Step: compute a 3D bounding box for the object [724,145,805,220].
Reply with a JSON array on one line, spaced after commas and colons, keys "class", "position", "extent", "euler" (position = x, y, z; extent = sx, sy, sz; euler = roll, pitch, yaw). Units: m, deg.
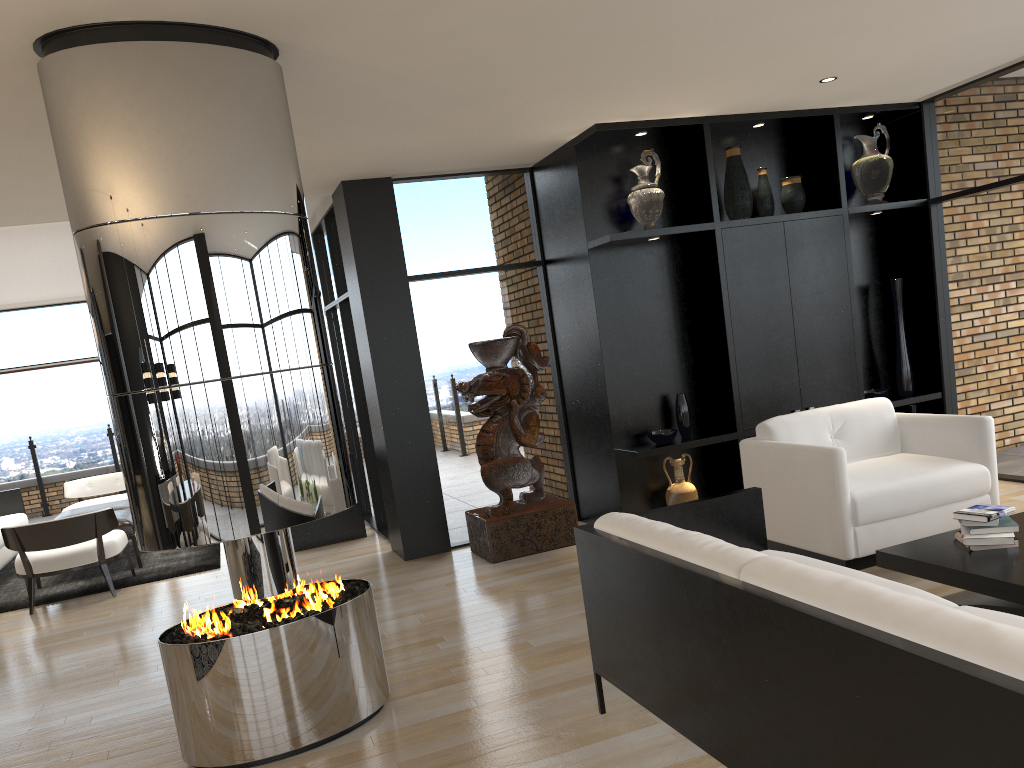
[{"class": "object", "position": [1.750, -1.407, 6.176], "extent": [0.615, 0.516, 0.206], "euler": [-10, 7, -18]}]

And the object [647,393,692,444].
[{"class": "object", "position": [1.095, 0.241, 6.085], "extent": [0.371, 0.316, 0.212], "euler": [-10, 7, -20]}]

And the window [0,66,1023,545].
[{"class": "window", "position": [-2.043, -0.890, 5.142], "extent": [10.037, 4.834, 15.885], "euler": [-11, 4, -32]}]

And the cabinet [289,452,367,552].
[{"class": "cabinet", "position": [-2.094, 1.011, 8.911], "extent": [0.618, 0.747, 3.027], "euler": [-10, 3, -19]}]

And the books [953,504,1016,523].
[{"class": "books", "position": [1.956, 0.535, 3.658], "extent": [0.183, 0.027, 0.154], "euler": [-10, 3, -28]}]

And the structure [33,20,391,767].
[{"class": "structure", "position": [-1.123, 0.098, 3.537], "extent": [0.884, 2.773, 0.585], "euler": [-13, 9, -30]}]

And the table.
[{"class": "table", "position": [2.527, 0.796, 3.101], "extent": [1.258, 0.355, 2.024], "euler": [-9, 3, -19]}]

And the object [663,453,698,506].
[{"class": "object", "position": [1.178, 0.737, 6.156], "extent": [0.223, 0.500, 0.220], "euler": [-7, 7, 8]}]

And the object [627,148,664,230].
[{"class": "object", "position": [0.885, -1.284, 5.879], "extent": [0.246, 0.550, 0.241], "euler": [-5, 8, 26]}]

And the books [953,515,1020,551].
[{"class": "books", "position": [1.976, 0.608, 3.683], "extent": [0.224, 0.127, 0.304], "euler": [-7, 4, 20]}]

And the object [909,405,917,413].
[{"class": "object", "position": [3.091, 0.418, 6.758], "extent": [0.110, 0.525, 0.108], "euler": [-3, 9, 35]}]

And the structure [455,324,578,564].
[{"class": "structure", "position": [0.003, 0.391, 6.282], "extent": [0.727, 1.611, 0.513], "euler": [-11, 8, -18]}]

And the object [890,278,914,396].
[{"class": "object", "position": [2.936, -0.348, 6.657], "extent": [0.113, 0.892, 0.112], "euler": [-9, 8, -7]}]

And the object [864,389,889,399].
[{"class": "object", "position": [2.718, 0.094, 6.632], "extent": [0.211, 0.082, 0.212], "euler": [-10, 4, -21]}]

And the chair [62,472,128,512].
[{"class": "chair", "position": [-4.479, 1.360, 9.734], "extent": [0.801, 0.682, 0.681], "euler": [-10, 6, -18]}]

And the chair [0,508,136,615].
[{"class": "chair", "position": [-3.443, 1.340, 6.864], "extent": [0.801, 0.682, 0.681], "euler": [-10, 6, -18]}]

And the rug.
[{"class": "rug", "position": [-4.040, 1.699, 8.307], "extent": [2.469, 0.012, 3.021], "euler": [-9, 3, -18]}]

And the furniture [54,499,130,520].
[{"class": "furniture", "position": [-4.034, 1.440, 8.677], "extent": [0.823, 0.488, 0.824], "euler": [-10, 4, -19]}]

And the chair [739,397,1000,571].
[{"class": "chair", "position": [1.917, 0.552, 4.763], "extent": [0.996, 0.865, 0.851], "euler": [-10, 6, -18]}]

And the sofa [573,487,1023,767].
[{"class": "sofa", "position": [1.007, 0.816, 2.560], "extent": [0.834, 0.811, 2.024], "euler": [-10, 4, -19]}]

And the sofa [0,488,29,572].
[{"class": "sofa", "position": [-4.948, 1.449, 7.891], "extent": [0.834, 0.811, 2.024], "euler": [-10, 4, -19]}]

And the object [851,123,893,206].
[{"class": "object", "position": [2.627, -1.592, 6.444], "extent": [0.286, 0.600, 0.280], "euler": [-4, 8, 32]}]

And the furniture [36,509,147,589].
[{"class": "furniture", "position": [-3.754, 1.436, 7.875], "extent": [0.823, 0.488, 0.824], "euler": [-10, 4, -19]}]

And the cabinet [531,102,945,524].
[{"class": "cabinet", "position": [1.766, -0.474, 6.664], "extent": [2.649, 2.772, 1.178], "euler": [-10, 7, -17]}]
